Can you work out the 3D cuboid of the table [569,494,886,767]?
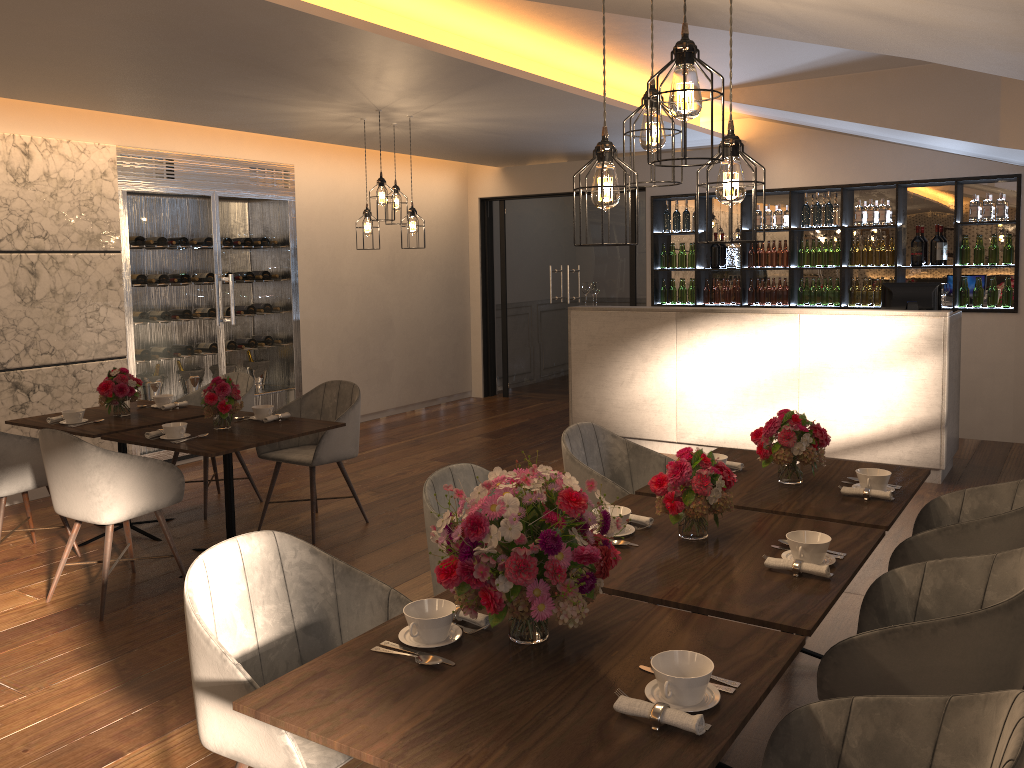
[{"bbox_3d":[0.577,0.851,2.723,0.897,0.717,0.900,3,8,33],"label":"table"}]

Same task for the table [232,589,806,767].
[{"bbox_3d":[0.063,0.969,1.940,0.897,0.717,0.900,3,8,33],"label":"table"}]

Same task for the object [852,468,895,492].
[{"bbox_3d":[1.339,0.362,3.282,0.148,0.072,0.149,-3,7,-14],"label":"object"}]

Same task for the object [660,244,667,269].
[{"bbox_3d":[1.566,-1.321,9.153,0.065,0.260,0.066,0,5,12],"label":"object"}]

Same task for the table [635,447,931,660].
[{"bbox_3d":[1.092,0.734,3.505,0.897,0.717,0.900,3,8,33],"label":"table"}]

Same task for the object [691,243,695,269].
[{"bbox_3d":[1.843,-1.301,8.972,0.065,0.260,0.066,0,5,12],"label":"object"}]

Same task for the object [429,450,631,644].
[{"bbox_3d":[0.034,0.378,2.050,0.420,0.423,0.407,1,7,21],"label":"object"}]

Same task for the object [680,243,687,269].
[{"bbox_3d":[1.751,-1.308,9.032,0.065,0.260,0.066,0,5,12],"label":"object"}]

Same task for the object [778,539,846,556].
[{"bbox_3d":[0.895,0.487,2.643,0.197,0.015,0.043,3,9,29],"label":"object"}]

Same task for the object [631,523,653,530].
[{"bbox_3d":[0.372,0.456,2.902,0.193,0.024,0.025,4,8,33],"label":"object"}]

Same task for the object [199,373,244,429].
[{"bbox_3d":[-1.577,0.090,4.795,0.234,0.300,0.307,-2,6,-9],"label":"object"}]

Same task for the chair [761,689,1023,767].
[{"bbox_3d":[0.600,0.936,1.558,0.527,0.868,0.567,3,7,33],"label":"chair"}]

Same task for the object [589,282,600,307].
[{"bbox_3d":[0.715,-0.777,7.661,0.065,0.207,0.146,1,6,25],"label":"object"}]

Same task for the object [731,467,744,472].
[{"bbox_3d":[0.862,0.344,3.648,0.193,0.024,0.025,4,8,33],"label":"object"}]

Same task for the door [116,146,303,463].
[{"bbox_3d":[-2.440,-0.658,7.410,0.134,2.457,1.865,2,6,33],"label":"door"}]

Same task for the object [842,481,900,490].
[{"bbox_3d":[1.361,0.385,3.364,0.211,0.004,0.022,4,9,33],"label":"object"}]

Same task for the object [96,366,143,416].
[{"bbox_3d":[-2.329,0.036,5.278,0.234,0.300,0.307,0,6,8],"label":"object"}]

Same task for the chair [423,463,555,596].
[{"bbox_3d":[-0.007,0.740,3.052,0.527,0.868,0.567,3,7,33],"label":"chair"}]

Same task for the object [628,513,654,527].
[{"bbox_3d":[0.383,0.444,2.935,0.176,0.039,0.056,4,8,33],"label":"object"}]

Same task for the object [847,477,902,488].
[{"bbox_3d":[1.386,0.375,3.389,0.197,0.015,0.043,3,9,29],"label":"object"}]

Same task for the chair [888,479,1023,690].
[{"bbox_3d":[1.629,0.701,3.123,0.527,0.868,0.567,3,7,33],"label":"chair"}]

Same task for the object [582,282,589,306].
[{"bbox_3d":[0.641,-0.781,7.704,0.065,0.207,0.065,1,5,24],"label":"object"}]

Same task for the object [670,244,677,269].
[{"bbox_3d":[1.658,-1.314,9.093,0.065,0.260,0.066,0,5,12],"label":"object"}]

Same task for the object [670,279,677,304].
[{"bbox_3d":[1.665,-0.954,9.122,0.065,0.260,0.066,0,5,12],"label":"object"}]

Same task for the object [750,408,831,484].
[{"bbox_3d":[1.073,0.229,3.423,0.305,0.300,0.235,-2,6,-9],"label":"object"}]

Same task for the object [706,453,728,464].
[{"bbox_3d":[0.811,0.329,3.585,0.148,0.072,0.149,-3,7,-14],"label":"object"}]

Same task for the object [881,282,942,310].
[{"bbox_3d":[2.901,-0.573,6.426,0.408,0.327,0.130,0,5,11],"label":"object"}]

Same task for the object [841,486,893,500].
[{"bbox_3d":[1.278,0.393,3.189,0.176,0.039,0.056,4,8,33],"label":"object"}]

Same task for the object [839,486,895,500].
[{"bbox_3d":[1.289,0.395,3.223,0.193,0.024,0.025,4,8,33],"label":"object"}]

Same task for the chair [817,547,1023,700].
[{"bbox_3d":[1.114,0.819,2.340,0.527,0.868,0.567,3,7,33],"label":"chair"}]

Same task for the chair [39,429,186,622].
[{"bbox_3d":[-1.939,0.606,4.278,0.565,0.868,0.528,3,7,33],"label":"chair"}]

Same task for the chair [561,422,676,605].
[{"bbox_3d":[0.508,0.623,3.835,0.527,0.868,0.567,3,7,33],"label":"chair"}]

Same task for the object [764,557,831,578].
[{"bbox_3d":[0.787,0.505,2.442,0.176,0.039,0.056,4,8,33],"label":"object"}]

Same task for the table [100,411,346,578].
[{"bbox_3d":[-1.533,0.602,4.802,0.897,0.717,0.900,3,8,33],"label":"table"}]

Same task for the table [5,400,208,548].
[{"bbox_3d":[-2.336,0.544,5.327,0.897,0.717,0.900,3,8,33],"label":"table"}]

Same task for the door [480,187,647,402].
[{"bbox_3d":[0.601,-0.948,9.879,2.108,2.323,0.274,3,6,33],"label":"door"}]

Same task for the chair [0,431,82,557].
[{"bbox_3d":[-2.742,0.548,4.803,0.565,0.868,0.528,3,7,33],"label":"chair"}]

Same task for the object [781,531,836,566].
[{"bbox_3d":[0.849,0.474,2.536,0.148,0.072,0.149,-3,7,-14],"label":"object"}]

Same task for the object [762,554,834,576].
[{"bbox_3d":[0.798,0.507,2.477,0.193,0.024,0.025,4,8,33],"label":"object"}]

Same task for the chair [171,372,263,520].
[{"bbox_3d":[-2.001,0.383,5.901,0.565,0.868,0.528,3,7,33],"label":"chair"}]

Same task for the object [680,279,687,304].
[{"bbox_3d":[1.757,-0.948,9.061,0.065,0.260,0.066,0,5,12],"label":"object"}]

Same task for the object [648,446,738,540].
[{"bbox_3d":[0.565,0.329,2.782,0.306,0.300,0.235,-6,8,-37],"label":"object"}]

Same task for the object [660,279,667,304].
[{"bbox_3d":[1.572,-0.961,9.182,0.065,0.260,0.066,0,5,12],"label":"object"}]

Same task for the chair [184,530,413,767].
[{"bbox_3d":[-0.521,0.858,2.269,0.527,0.868,0.567,3,7,33],"label":"chair"}]

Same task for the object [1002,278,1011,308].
[{"bbox_3d":[4.177,-0.773,7.478,0.065,0.260,0.066,0,5,12],"label":"object"}]

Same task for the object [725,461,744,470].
[{"bbox_3d":[0.873,0.332,3.682,0.176,0.039,0.056,4,8,33],"label":"object"}]

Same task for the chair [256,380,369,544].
[{"bbox_3d":[-1.199,0.441,5.376,0.565,0.868,0.528,3,7,33],"label":"chair"}]

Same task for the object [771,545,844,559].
[{"bbox_3d":[0.870,0.497,2.618,0.211,0.004,0.022,4,9,33],"label":"object"}]

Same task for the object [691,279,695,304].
[{"bbox_3d":[1.850,-0.941,9.001,0.065,0.260,0.066,0,5,12],"label":"object"}]
